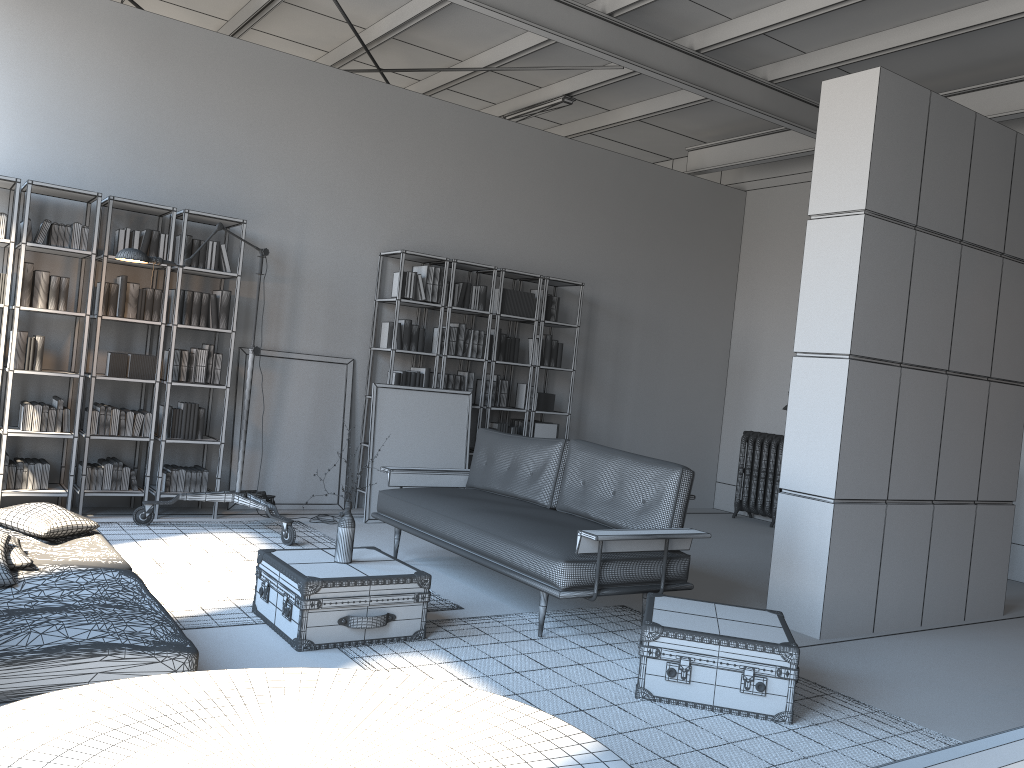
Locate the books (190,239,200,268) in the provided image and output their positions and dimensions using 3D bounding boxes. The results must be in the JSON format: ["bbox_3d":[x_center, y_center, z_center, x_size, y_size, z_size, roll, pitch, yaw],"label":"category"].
[{"bbox_3d":[-2.392,-0.970,6.653,0.052,0.223,0.164,6,1,-34],"label":"books"}]

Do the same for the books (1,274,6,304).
[{"bbox_3d":[-3.427,-0.635,5.961,0.014,0.207,0.157,6,1,-34],"label":"books"}]

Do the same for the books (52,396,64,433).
[{"bbox_3d":[-3.234,0.215,6.297,0.036,0.244,0.302,6,1,-34],"label":"books"}]

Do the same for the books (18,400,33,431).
[{"bbox_3d":[-3.387,0.222,6.175,0.056,0.195,0.270,6,1,-34],"label":"books"}]

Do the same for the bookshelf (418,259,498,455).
[{"bbox_3d":[-0.560,0.047,8.034,0.455,2.276,0.455,6,1,-34],"label":"bookshelf"}]

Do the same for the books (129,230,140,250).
[{"bbox_3d":[-2.756,-1.003,6.464,0.039,0.222,0.161,6,1,-34],"label":"books"}]

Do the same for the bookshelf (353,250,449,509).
[{"bbox_3d":[-0.973,0.006,7.772,0.455,2.276,0.455,6,1,-34],"label":"bookshelf"}]

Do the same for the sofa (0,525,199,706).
[{"bbox_3d":[-2.391,0.659,3.988,1.206,0.734,3.193,6,1,-34],"label":"sofa"}]

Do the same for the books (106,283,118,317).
[{"bbox_3d":[-2.908,-0.606,6.423,0.057,0.244,0.178,6,1,-34],"label":"books"}]

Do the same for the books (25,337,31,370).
[{"bbox_3d":[-3.294,-0.205,6.023,0.022,0.227,0.165,6,1,-34],"label":"books"}]

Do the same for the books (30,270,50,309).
[{"bbox_3d":[-3.237,-0.641,6.075,0.091,0.266,0.195,6,1,-34],"label":"books"}]

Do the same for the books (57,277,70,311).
[{"bbox_3d":[-3.127,-0.619,6.162,0.057,0.244,0.180,6,1,-34],"label":"books"}]

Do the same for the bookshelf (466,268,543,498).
[{"bbox_3d":[-0.141,0.088,8.328,0.455,2.276,0.455,6,1,-34],"label":"bookshelf"}]

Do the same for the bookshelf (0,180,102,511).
[{"bbox_3d":[-3.258,-0.217,6.188,0.455,2.276,0.455,6,1,-34],"label":"bookshelf"}]

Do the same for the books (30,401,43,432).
[{"bbox_3d":[-3.341,0.227,6.206,0.056,0.195,0.270,6,1,-34],"label":"books"}]

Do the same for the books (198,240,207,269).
[{"bbox_3d":[-2.354,-0.966,6.692,0.052,0.223,0.164,6,1,-34],"label":"books"}]

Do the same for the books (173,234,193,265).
[{"bbox_3d":[-2.454,-0.986,6.613,0.083,0.242,0.178,6,1,-34],"label":"books"}]

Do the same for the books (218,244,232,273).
[{"bbox_3d":[-2.213,-0.951,6.777,0.107,0.229,0.184,6,1,-34],"label":"books"}]

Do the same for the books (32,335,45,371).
[{"bbox_3d":[-3.252,-0.210,6.077,0.057,0.244,0.180,6,1,-34],"label":"books"}]

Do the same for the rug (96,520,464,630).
[{"bbox_3d":[-1.773,1.079,5.365,1.961,0.007,2.524,6,1,-34],"label":"rug"}]

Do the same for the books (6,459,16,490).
[{"bbox_3d":[-3.480,0.627,6.144,0.048,0.182,0.258,6,1,-34],"label":"books"}]

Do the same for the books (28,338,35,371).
[{"bbox_3d":[-3.276,-0.203,6.036,0.022,0.227,0.165,6,1,-34],"label":"books"}]

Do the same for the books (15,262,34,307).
[{"bbox_3d":[-3.302,-0.668,6.005,0.071,0.304,0.224,6,1,-34],"label":"books"}]

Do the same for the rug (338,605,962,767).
[{"bbox_3d":[0.571,1.335,3.735,1.961,0.007,2.524,6,1,-34],"label":"rug"}]

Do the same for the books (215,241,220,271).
[{"bbox_3d":[-2.264,-0.962,6.742,0.022,0.236,0.186,6,1,-34],"label":"books"}]

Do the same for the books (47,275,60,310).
[{"bbox_3d":[-3.170,-0.623,6.119,0.057,0.244,0.180,6,1,-34],"label":"books"}]

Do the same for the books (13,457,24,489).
[{"bbox_3d":[-3.442,0.621,6.172,0.037,0.192,0.265,6,1,-34],"label":"books"}]

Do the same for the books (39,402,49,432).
[{"bbox_3d":[-3.302,0.231,6.237,0.037,0.190,0.264,6,1,-34],"label":"books"}]

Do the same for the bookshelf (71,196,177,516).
[{"bbox_3d":[-2.860,-0.179,6.503,0.455,2.276,0.455,6,1,-34],"label":"bookshelf"}]

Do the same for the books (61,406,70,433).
[{"bbox_3d":[-3.193,0.251,6.322,0.061,0.177,0.246,6,1,-35],"label":"books"}]

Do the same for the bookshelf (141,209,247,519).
[{"bbox_3d":[-2.430,-0.136,6.758,0.455,2.276,0.455,6,1,-34],"label":"bookshelf"}]

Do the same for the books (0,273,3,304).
[{"bbox_3d":[-3.438,-0.636,5.954,0.014,0.207,0.157,6,1,-34],"label":"books"}]

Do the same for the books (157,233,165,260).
[{"bbox_3d":[-2.615,-0.993,6.560,0.035,0.229,0.196,6,1,-34],"label":"books"}]

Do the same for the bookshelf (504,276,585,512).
[{"bbox_3d":[0.268,0.128,8.601,0.455,2.276,0.455,6,1,-34],"label":"bookshelf"}]

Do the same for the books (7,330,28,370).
[{"bbox_3d":[-3.352,-0.231,6.011,0.091,0.266,0.195,6,1,-34],"label":"books"}]

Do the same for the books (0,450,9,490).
[{"bbox_3d":[-3.508,0.592,6.111,0.036,0.247,0.304,6,1,-34],"label":"books"}]

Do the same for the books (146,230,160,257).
[{"bbox_3d":[-2.653,-1.006,6.535,0.057,0.242,0.178,6,1,-34],"label":"books"}]

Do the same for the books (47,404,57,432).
[{"bbox_3d":[-3.268,0.243,6.264,0.048,0.180,0.257,6,1,-34],"label":"books"}]

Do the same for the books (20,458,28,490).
[{"bbox_3d":[-3.420,0.626,6.196,0.030,0.192,0.277,6,1,-34],"label":"books"}]

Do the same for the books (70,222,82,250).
[{"bbox_3d":[-3.078,-1.027,6.223,0.056,0.195,0.270,6,1,-34],"label":"books"}]

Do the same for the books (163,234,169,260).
[{"bbox_3d":[-2.590,-0.992,6.577,0.023,0.232,0.187,6,1,-34],"label":"books"}]

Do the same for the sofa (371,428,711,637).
[{"bbox_3d":[0.048,0.784,5.372,0.952,0.948,2.347,6,1,-34],"label":"sofa"}]

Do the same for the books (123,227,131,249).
[{"bbox_3d":[-2.811,-1.016,6.438,0.029,0.231,0.173,6,1,-34],"label":"books"}]

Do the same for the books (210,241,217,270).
[{"bbox_3d":[-2.286,-0.962,6.727,0.032,0.231,0.179,6,1,-34],"label":"books"}]

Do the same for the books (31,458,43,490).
[{"bbox_3d":[-3.355,0.632,6.241,0.049,0.195,0.279,6,1,-34],"label":"books"}]

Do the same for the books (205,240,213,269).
[{"bbox_3d":[-2.312,-0.964,6.709,0.032,0.231,0.179,6,1,-34],"label":"books"}]

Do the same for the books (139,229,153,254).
[{"bbox_3d":[-2.696,-1.009,6.482,0.077,0.244,0.178,6,1,-35],"label":"books"}]

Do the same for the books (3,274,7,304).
[{"bbox_3d":[-3.416,-0.634,5.969,0.014,0.207,0.157,6,1,-34],"label":"books"}]

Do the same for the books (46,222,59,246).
[{"bbox_3d":[-3.193,-1.027,6.161,0.040,0.174,0.240,6,1,-34],"label":"books"}]

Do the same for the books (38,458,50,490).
[{"bbox_3d":[-3.315,0.636,6.268,0.047,0.192,0.279,6,1,-34],"label":"books"}]

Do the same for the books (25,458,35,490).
[{"bbox_3d":[-3.386,0.629,6.209,0.040,0.196,0.262,6,1,-34],"label":"books"}]

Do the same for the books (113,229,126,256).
[{"bbox_3d":[-2.839,-1.007,6.407,0.043,0.213,0.154,6,1,-34],"label":"books"}]

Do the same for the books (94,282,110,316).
[{"bbox_3d":[-2.951,-0.611,6.380,0.057,0.244,0.178,6,1,-34],"label":"books"}]

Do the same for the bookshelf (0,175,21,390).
[{"bbox_3d":[-3.681,-0.259,5.941,0.455,2.276,0.455,6,1,-34],"label":"bookshelf"}]
